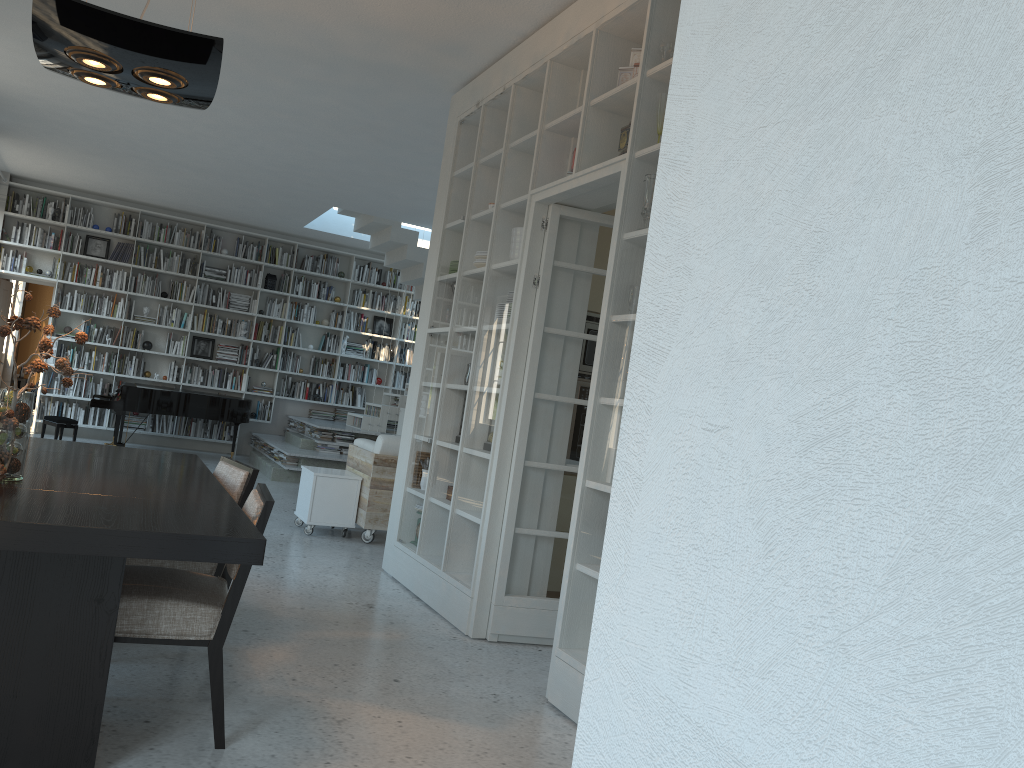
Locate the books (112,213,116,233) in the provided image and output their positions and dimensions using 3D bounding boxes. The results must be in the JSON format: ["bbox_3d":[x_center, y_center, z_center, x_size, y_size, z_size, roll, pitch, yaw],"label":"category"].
[{"bbox_3d":[-5.334,-2.139,11.875,0.013,0.278,0.150,9,-1,-24],"label":"books"}]

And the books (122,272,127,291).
[{"bbox_3d":[-5.219,-1.371,11.939,0.035,0.264,0.177,9,-1,-24],"label":"books"}]

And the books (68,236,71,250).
[{"bbox_3d":[-5.814,-1.820,11.648,0.009,0.228,0.184,9,-1,-24],"label":"books"}]

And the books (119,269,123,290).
[{"bbox_3d":[-5.254,-1.391,11.912,0.012,0.291,0.182,9,-1,-24],"label":"books"}]

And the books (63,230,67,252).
[{"bbox_3d":[-5.857,-1.860,11.626,0.005,0.292,0.184,9,-1,-24],"label":"books"}]

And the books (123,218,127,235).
[{"bbox_3d":[-5.214,-2.108,11.942,0.013,0.254,0.129,9,-1,-24],"label":"books"}]

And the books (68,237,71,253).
[{"bbox_3d":[-5.805,-1.812,11.641,0.004,0.214,0.186,9,-1,-24],"label":"books"}]

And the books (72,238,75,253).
[{"bbox_3d":[-5.767,-1.808,11.666,0.018,0.218,0.186,9,-1,-24],"label":"books"}]

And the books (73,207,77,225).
[{"bbox_3d":[-5.754,-2.192,11.669,0.012,0.249,0.179,9,-1,-24],"label":"books"}]

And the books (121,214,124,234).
[{"bbox_3d":[-5.234,-2.126,11.912,0.013,0.283,0.166,9,-1,-24],"label":"books"}]

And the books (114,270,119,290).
[{"bbox_3d":[-5.308,-1.385,11.896,0.022,0.263,0.174,9,-1,-24],"label":"books"}]

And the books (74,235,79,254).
[{"bbox_3d":[-5.730,-1.822,11.681,0.023,0.258,0.183,9,-1,-24],"label":"books"}]

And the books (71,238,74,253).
[{"bbox_3d":[-5.795,-1.809,11.692,0.012,0.214,0.132,9,-1,-24],"label":"books"}]

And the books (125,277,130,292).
[{"bbox_3d":[-5.180,-1.335,11.931,0.039,0.202,0.236,9,-2,-24],"label":"books"}]

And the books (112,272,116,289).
[{"bbox_3d":[-5.334,-1.373,11.885,0.030,0.230,0.172,9,-1,-24],"label":"books"}]

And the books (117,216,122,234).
[{"bbox_3d":[-5.263,-2.114,11.888,0.028,0.249,0.155,9,-1,-24],"label":"books"}]

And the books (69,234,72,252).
[{"bbox_3d":[-5.802,-1.834,11.657,0.009,0.260,0.184,9,-1,-24],"label":"books"}]

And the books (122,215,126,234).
[{"bbox_3d":[-5.211,-2.118,11.911,0.011,0.274,0.183,9,-1,-24],"label":"books"}]

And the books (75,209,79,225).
[{"bbox_3d":[-5.728,-2.176,11.679,0.013,0.225,0.176,9,-1,-24],"label":"books"}]

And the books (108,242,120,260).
[{"bbox_3d":[-5.336,-1.766,11.883,0.110,0.279,0.174,9,-1,-24],"label":"books"}]

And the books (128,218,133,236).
[{"bbox_3d":[-5.146,-2.100,11.960,0.022,0.260,0.152,9,-1,-24],"label":"books"}]

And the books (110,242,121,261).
[{"bbox_3d":[-5.319,-1.763,11.900,0.110,0.279,0.174,9,-1,-24],"label":"books"}]

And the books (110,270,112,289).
[{"bbox_3d":[-5.381,-1.395,11.888,0.035,0.260,0.131,9,-1,-24],"label":"books"}]

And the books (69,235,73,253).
[{"bbox_3d":[-5.798,-1.828,11.669,0.010,0.249,0.166,9,-1,-24],"label":"books"}]

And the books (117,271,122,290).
[{"bbox_3d":[-5.284,-1.382,11.931,0.024,0.266,0.155,9,-1,-24],"label":"books"}]

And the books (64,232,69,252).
[{"bbox_3d":[-5.849,-1.854,11.641,0.006,0.287,0.148,9,-1,-24],"label":"books"}]

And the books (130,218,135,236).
[{"bbox_3d":[-5.118,-2.093,11.959,0.031,0.254,0.178,9,-1,-24],"label":"books"}]

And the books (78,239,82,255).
[{"bbox_3d":[-5.697,-1.794,11.697,0.012,0.214,0.185,9,-1,-24],"label":"books"}]

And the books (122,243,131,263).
[{"bbox_3d":[-5.202,-1.750,11.958,0.079,0.285,0.174,9,-1,-24],"label":"books"}]

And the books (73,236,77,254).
[{"bbox_3d":[-5.759,-1.819,11.681,0.019,0.243,0.153,9,-1,-24],"label":"books"}]

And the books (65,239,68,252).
[{"bbox_3d":[-5.847,-1.812,11.649,0.015,0.207,0.172,9,-1,-24],"label":"books"}]

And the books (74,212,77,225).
[{"bbox_3d":[-5.751,-2.163,11.688,0.017,0.194,0.129,9,-1,-24],"label":"books"}]

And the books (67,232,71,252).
[{"bbox_3d":[-5.823,-1.851,11.660,0.006,0.289,0.144,9,-1,-24],"label":"books"}]

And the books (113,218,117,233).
[{"bbox_3d":[-5.315,-2.106,11.871,0.028,0.218,0.153,9,-1,-24],"label":"books"}]

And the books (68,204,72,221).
[{"bbox_3d":[-5.815,-2.220,11.653,0.007,0.285,0.159,9,-1,-24],"label":"books"}]

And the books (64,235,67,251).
[{"bbox_3d":[-5.870,-1.830,11.659,0.006,0.233,0.135,9,-1,-24],"label":"books"}]

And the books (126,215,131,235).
[{"bbox_3d":[-5.155,-2.121,11.929,0.025,0.297,0.163,9,-1,-24],"label":"books"}]

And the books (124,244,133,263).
[{"bbox_3d":[-5.180,-1.747,11.963,0.079,0.285,0.174,9,-1,-24],"label":"books"}]

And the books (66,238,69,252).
[{"bbox_3d":[-5.836,-1.828,11.653,0.005,0.238,0.154,9,-1,-24],"label":"books"}]

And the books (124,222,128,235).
[{"bbox_3d":[-5.190,-2.072,11.927,0.027,0.190,0.177,9,-1,-24],"label":"books"}]

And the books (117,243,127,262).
[{"bbox_3d":[-5.243,-1.754,11.913,0.097,0.282,0.174,9,-1,-24],"label":"books"}]

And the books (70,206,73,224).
[{"bbox_3d":[-5.795,-2.203,11.660,0.007,0.258,0.156,9,-1,-24],"label":"books"}]

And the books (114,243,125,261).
[{"bbox_3d":[-5.278,-1.757,11.919,0.110,0.279,0.174,9,-1,-24],"label":"books"}]

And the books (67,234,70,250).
[{"bbox_3d":[-5.827,-1.846,11.655,0.005,0.277,0.146,9,-1,-24],"label":"books"}]

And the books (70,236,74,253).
[{"bbox_3d":[-5.783,-1.824,11.652,0.004,0.246,0.189,9,-1,-24],"label":"books"}]

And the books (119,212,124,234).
[{"bbox_3d":[-5.250,-2.147,11.921,0.014,0.320,0.136,9,-1,-24],"label":"books"}]

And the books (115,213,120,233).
[{"bbox_3d":[-5.285,-2.133,11.878,0.024,0.279,0.187,9,-1,-24],"label":"books"}]

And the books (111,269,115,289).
[{"bbox_3d":[-5.352,-1.401,11.881,0.012,0.281,0.188,9,-1,-24],"label":"books"}]

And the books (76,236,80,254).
[{"bbox_3d":[-5.719,-1.815,11.696,0.011,0.250,0.168,9,-1,-24],"label":"books"}]

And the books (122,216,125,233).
[{"bbox_3d":[-5.221,-2.114,11.906,0.010,0.263,0.156,9,-1,-24],"label":"books"}]

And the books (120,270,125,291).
[{"bbox_3d":[-5.244,-1.388,11.930,0.022,0.289,0.169,9,-1,-24],"label":"books"}]

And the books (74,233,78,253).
[{"bbox_3d":[-5.745,-1.835,11.684,0.005,0.281,0.190,9,-1,-24],"label":"books"}]

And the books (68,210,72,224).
[{"bbox_3d":[-5.807,-2.178,11.649,0.017,0.204,0.142,9,-1,-24],"label":"books"}]

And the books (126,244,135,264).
[{"bbox_3d":[-5.153,-1.743,11.960,0.079,0.285,0.174,9,-1,-24],"label":"books"}]

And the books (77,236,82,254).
[{"bbox_3d":[-5.708,-1.816,11.700,0.012,0.254,0.166,9,-1,-24],"label":"books"}]

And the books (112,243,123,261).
[{"bbox_3d":[-5.291,-1.760,11.893,0.110,0.279,0.174,9,-1,-24],"label":"books"}]

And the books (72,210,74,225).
[{"bbox_3d":[-5.780,-2.176,11.667,0.032,0.210,0.158,9,-1,-24],"label":"books"}]

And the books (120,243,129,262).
[{"bbox_3d":[-5.221,-1.753,11.945,0.079,0.285,0.174,9,-1,-24],"label":"books"}]

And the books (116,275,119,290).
[{"bbox_3d":[-5.301,-1.355,11.914,0.013,0.206,0.172,9,-1,-24],"label":"books"}]
